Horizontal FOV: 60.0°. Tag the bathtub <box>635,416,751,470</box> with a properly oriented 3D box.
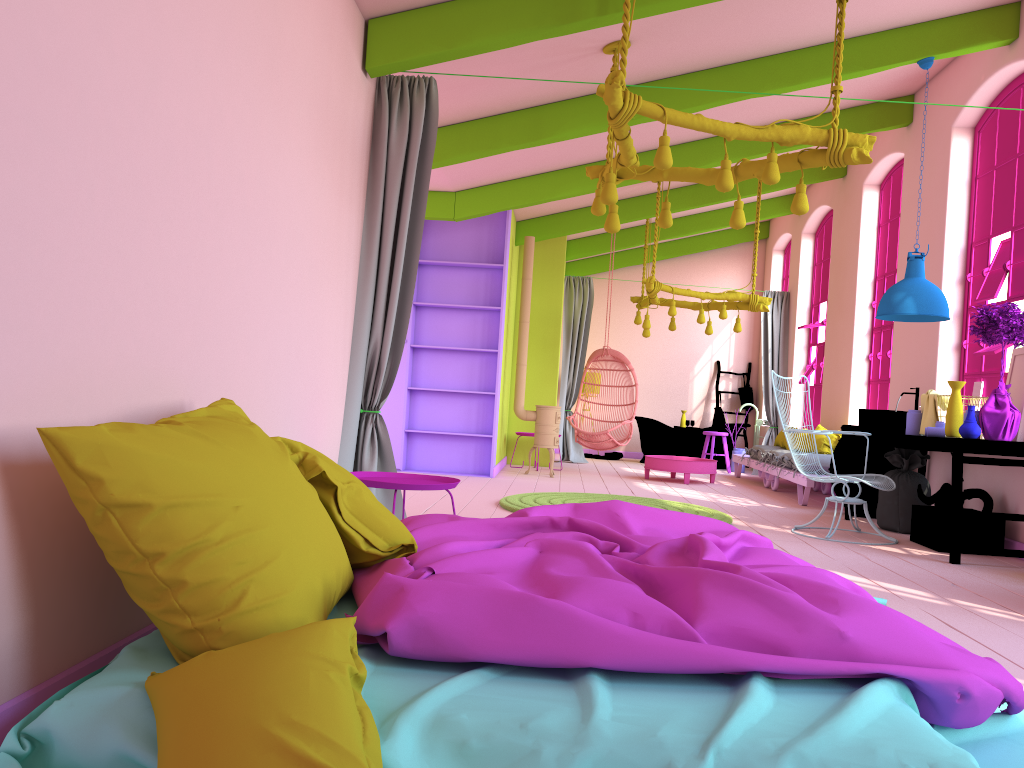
[{"bbox_3d":[2.806,0.930,14.073,1.889,0.740,0.826,4,-1,3],"label":"bathtub"}]

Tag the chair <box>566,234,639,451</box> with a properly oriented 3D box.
[{"bbox_3d":[1.219,-0.706,11.366,0.860,3.129,0.806,4,0,23],"label":"chair"}]

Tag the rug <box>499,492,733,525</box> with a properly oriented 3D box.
[{"bbox_3d":[0.849,1.039,7.356,1.889,0.050,1.889,4,-1,-9],"label":"rug"}]

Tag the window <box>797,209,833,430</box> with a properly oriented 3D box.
[{"bbox_3d":[4.223,-0.856,11.946,0.551,3.009,1.514,4,0,3],"label":"window"}]

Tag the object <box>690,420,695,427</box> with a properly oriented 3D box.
[{"bbox_3d":[2.856,0.661,14.041,0.069,0.170,0.069,4,0,23],"label":"object"}]

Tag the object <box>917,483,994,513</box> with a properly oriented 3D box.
[{"bbox_3d":[3.289,0.975,6.621,0.300,0.448,0.672,4,-1,-21],"label":"object"}]

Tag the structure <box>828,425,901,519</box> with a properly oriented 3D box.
[{"bbox_3d":[3.342,0.818,8.308,0.718,0.845,0.718,4,-1,-29],"label":"structure"}]

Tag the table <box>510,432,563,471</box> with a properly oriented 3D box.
[{"bbox_3d":[0.324,0.864,11.403,0.596,0.458,0.596,3,-1,41],"label":"table"}]

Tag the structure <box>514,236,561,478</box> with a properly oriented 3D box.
[{"bbox_3d":[0.376,-0.324,10.570,0.577,2.814,0.403,4,0,21],"label":"structure"}]

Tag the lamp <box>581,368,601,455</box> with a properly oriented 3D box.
[{"bbox_3d":[1.208,0.457,14.797,0.491,1.466,0.476,3,0,33],"label":"lamp"}]

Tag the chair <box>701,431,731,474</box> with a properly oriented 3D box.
[{"bbox_3d":[2.942,0.996,12.957,0.473,0.593,0.446,4,-1,-28],"label":"chair"}]

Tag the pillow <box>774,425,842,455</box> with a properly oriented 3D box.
[{"bbox_3d":[3.551,0.673,10.663,0.578,0.399,1.997,4,-1,3],"label":"pillow"}]

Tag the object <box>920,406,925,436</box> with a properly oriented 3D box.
[{"bbox_3d":[3.350,0.295,7.217,0.165,0.250,0.411,3,-1,39],"label":"object"}]

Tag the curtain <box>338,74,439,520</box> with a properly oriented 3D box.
[{"bbox_3d":[-0.746,-0.475,5.128,0.518,2.785,0.525,4,0,-16],"label":"curtain"}]

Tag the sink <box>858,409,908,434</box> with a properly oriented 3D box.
[{"bbox_3d":[3.154,0.311,7.461,0.340,0.194,0.609,4,-1,3],"label":"sink"}]

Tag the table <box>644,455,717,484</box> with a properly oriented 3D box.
[{"bbox_3d":[2.076,1.058,10.948,0.885,0.285,0.886,3,-1,29],"label":"table"}]

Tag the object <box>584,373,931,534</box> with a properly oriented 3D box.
[{"bbox_3d":[2.354,0.433,11.116,2.826,1.580,7.866,4,-1,4],"label":"object"}]

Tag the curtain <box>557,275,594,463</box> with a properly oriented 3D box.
[{"bbox_3d":[0.914,-0.246,13.144,0.518,2.785,0.525,4,0,-16],"label":"curtain"}]

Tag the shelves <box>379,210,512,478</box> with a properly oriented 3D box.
[{"bbox_3d":[-1.025,-0.557,9.911,1.841,3.104,0.384,4,0,3],"label":"shelves"}]

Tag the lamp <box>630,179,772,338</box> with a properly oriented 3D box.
[{"bbox_3d":[2.106,-1.672,10.934,1.611,2.264,1.775,4,-1,-15],"label":"lamp"}]

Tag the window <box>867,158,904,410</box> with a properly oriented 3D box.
[{"bbox_3d":[4.084,-0.915,9.497,0.072,3.047,1.275,4,0,3],"label":"window"}]

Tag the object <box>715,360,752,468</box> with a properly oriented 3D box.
[{"bbox_3d":[3.669,0.495,14.762,0.603,1.764,0.410,4,0,3],"label":"object"}]

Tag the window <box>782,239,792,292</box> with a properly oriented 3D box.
[{"bbox_3d":[4.331,-0.827,13.852,0.072,3.047,1.275,4,0,3],"label":"window"}]

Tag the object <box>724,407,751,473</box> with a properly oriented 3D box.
[{"bbox_3d":[3.373,0.828,13.277,0.277,0.987,0.451,4,-1,-42],"label":"object"}]

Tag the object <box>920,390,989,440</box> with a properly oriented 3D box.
[{"bbox_3d":[3.366,0.231,6.775,0.444,0.369,0.633,4,-1,3],"label":"object"}]

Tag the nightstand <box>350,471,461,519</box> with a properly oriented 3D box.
[{"bbox_3d":[-0.569,0.691,4.424,0.596,0.458,0.596,3,-1,41],"label":"nightstand"}]

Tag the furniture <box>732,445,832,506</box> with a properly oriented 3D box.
[{"bbox_3d":[3.355,1.024,10.589,0.907,0.507,3.776,4,-1,3],"label":"furniture"}]

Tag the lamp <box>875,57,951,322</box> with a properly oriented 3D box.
[{"bbox_3d":[3.130,-1.499,6.798,0.528,2.002,0.529,3,0,35],"label":"lamp"}]

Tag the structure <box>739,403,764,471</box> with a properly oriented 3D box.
[{"bbox_3d":[3.811,0.840,13.997,0.254,1.061,0.451,4,0,-43],"label":"structure"}]

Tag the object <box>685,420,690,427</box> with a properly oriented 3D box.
[{"bbox_3d":[2.747,0.651,13.884,0.069,0.170,0.069,4,0,23],"label":"object"}]

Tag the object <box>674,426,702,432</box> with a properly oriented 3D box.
[{"bbox_3d":[2.787,0.717,14.077,0.360,0.068,1.323,4,-1,3],"label":"object"}]

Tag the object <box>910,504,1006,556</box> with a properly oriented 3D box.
[{"bbox_3d":[3.242,1.063,6.477,0.446,0.277,0.522,4,-1,3],"label":"object"}]

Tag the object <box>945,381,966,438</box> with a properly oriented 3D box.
[{"bbox_3d":[3.037,0.174,6.079,0.116,0.383,0.116,4,0,-23],"label":"object"}]

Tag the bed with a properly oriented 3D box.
[{"bbox_3d":[0.390,0.705,2.824,2.802,0.514,3.577,4,-1,3],"label":"bed"}]

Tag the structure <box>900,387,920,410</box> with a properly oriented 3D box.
[{"bbox_3d":[3.347,0.224,7.476,0.166,0.396,0.087,4,0,13],"label":"structure"}]

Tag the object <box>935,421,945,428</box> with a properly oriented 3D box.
[{"bbox_3d":[3.178,0.337,6.584,0.065,0.118,0.065,4,-1,-38],"label":"object"}]

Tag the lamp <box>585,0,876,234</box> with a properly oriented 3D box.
[{"bbox_3d":[1.065,-2.027,5.444,1.611,2.264,1.775,4,-1,-15],"label":"lamp"}]

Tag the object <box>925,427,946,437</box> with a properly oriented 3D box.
[{"bbox_3d":[3.112,0.356,6.521,0.137,0.076,0.076,3,-1,23],"label":"object"}]

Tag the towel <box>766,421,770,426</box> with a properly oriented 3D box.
[{"bbox_3d":[4.118,0.613,13.839,0.247,0.102,0.262,4,-1,-6],"label":"towel"}]

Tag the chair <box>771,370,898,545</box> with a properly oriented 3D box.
[{"bbox_3d":[2.503,0.544,6.809,0.924,1.238,1.079,3,-1,38],"label":"chair"}]

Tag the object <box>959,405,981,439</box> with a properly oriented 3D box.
[{"bbox_3d":[3.039,0.252,5.879,0.132,0.219,0.132,4,0,20],"label":"object"}]

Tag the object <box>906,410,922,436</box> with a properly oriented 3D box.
[{"bbox_3d":[3.157,0.303,6.964,0.109,0.197,0.109,4,0,-4],"label":"object"}]

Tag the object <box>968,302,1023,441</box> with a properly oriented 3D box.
[{"bbox_3d":[3.318,-0.088,6.011,0.441,0.950,0.502,4,-1,-37],"label":"object"}]

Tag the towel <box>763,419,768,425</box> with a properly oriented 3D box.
[{"bbox_3d":[4.133,0.619,14.106,0.262,0.102,0.247,4,-1,4],"label":"towel"}]

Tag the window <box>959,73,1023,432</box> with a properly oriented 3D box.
[{"bbox_3d":[3.950,-0.956,7.040,0.492,3.003,1.497,4,0,3],"label":"window"}]

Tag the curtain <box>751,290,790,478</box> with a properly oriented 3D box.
[{"bbox_3d":[3.838,-0.004,12.967,0.518,2.785,0.525,4,0,22],"label":"curtain"}]

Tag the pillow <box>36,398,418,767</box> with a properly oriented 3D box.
[{"bbox_3d":[-0.699,0.468,2.631,0.848,0.822,2.617,4,-1,-7],"label":"pillow"}]

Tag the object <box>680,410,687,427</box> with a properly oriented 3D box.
[{"bbox_3d":[2.715,0.579,14.051,0.097,0.321,0.097,4,0,15],"label":"object"}]

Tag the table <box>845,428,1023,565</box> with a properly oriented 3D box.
[{"bbox_3d":[3.255,0.798,6.801,0.655,0.820,2.193,4,-1,3],"label":"table"}]

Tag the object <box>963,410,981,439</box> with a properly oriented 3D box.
[{"bbox_3d":[3.186,0.282,6.139,0.109,0.197,0.109,3,-1,41],"label":"object"}]
